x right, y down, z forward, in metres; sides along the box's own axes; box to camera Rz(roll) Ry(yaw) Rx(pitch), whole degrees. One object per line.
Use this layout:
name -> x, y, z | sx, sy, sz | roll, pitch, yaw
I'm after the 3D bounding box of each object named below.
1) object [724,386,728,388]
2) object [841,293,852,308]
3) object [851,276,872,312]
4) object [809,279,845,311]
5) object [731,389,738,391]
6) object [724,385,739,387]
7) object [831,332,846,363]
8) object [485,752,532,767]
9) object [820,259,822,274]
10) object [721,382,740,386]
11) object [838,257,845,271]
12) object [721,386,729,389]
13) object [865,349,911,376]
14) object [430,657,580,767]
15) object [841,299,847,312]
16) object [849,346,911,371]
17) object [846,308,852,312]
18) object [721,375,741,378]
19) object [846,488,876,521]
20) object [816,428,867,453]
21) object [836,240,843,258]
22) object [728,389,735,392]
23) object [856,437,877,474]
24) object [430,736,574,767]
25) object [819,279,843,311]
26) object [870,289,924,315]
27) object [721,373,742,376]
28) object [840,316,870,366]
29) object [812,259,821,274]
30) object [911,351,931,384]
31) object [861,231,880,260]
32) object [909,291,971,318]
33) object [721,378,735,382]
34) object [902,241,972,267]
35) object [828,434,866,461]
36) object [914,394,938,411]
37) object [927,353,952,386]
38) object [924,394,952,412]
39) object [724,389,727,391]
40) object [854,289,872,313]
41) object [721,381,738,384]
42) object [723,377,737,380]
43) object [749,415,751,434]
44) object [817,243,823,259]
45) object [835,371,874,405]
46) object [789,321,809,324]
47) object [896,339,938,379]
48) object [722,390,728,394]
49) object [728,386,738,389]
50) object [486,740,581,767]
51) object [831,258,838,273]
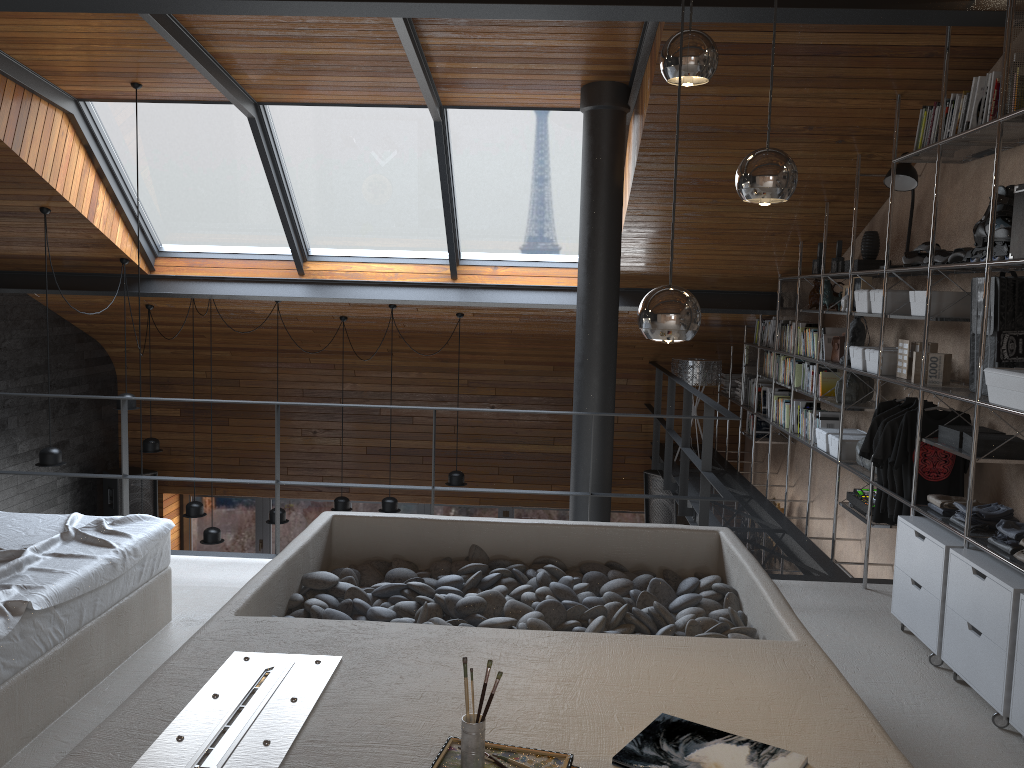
object -> 2.334, 0.030, 9.239 | 0.216, 0.012, 0.161 | 2, 6, 2
object -> 2.160, -0.539, 5.689 | 0.091, 0.146, 0.091 | 6, 7, 36
object -> 2.163, -0.553, 5.488 | 0.062, 0.219, 0.157 | 2, 6, 2
object -> 2.229, -0.630, 6.256 | 0.138, 0.222, 0.278 | -3, 8, -41
object -> 2.324, 0.058, 8.954 | 0.228, 0.016, 0.182 | 2, 6, 2
object -> 2.330, 0.016, 9.229 | 0.224, 0.017, 0.167 | 2, 6, 2
object -> 2.188, -0.241, 5.828 | 0.227, 0.202, 0.082 | -3, 7, -36
object -> 0.001, 0.790, 1.814 | 0.232, 0.010, 0.064 | 6, 7, 39
object -> 2.191, -0.823, 6.252 | 0.029, 0.117, 0.086 | 4, 6, 22
object -> 2.317, 0.000, 9.215 | 0.246, 0.016, 0.182 | 2, 6, 2
object -> 2.227, -0.799, 6.003 | 0.029, 0.117, 0.086 | 5, 6, 27
object -> 2.318, 0.043, 9.235 | 0.243, 0.012, 0.159 | 2, 6, 2
object -> 2.154, -0.122, 4.961 | 0.295, 0.136, 0.228 | 2, 6, 2
object -> -0.023, 0.685, 1.801 | 0.301, 0.234, 0.245 | 4, 6, 22
object -> 2.097, -0.494, 5.588 | 0.037, 0.077, 0.037 | 0, 6, -12
object -> 2.166, -0.149, 5.225 | 0.295, 0.136, 0.228 | 2, 6, 2
object -> 2.105, -0.507, 5.536 | 0.037, 0.114, 0.037 | 0, 6, -12
object -> 2.320, -0.082, 9.224 | 0.246, 0.016, 0.182 | 2, 6, 2
object -> 2.172, 0.703, 5.174 | 0.320, 0.114, 0.405 | 2, 6, 2
object -> 2.175, 0.373, 5.842 | 0.295, 0.136, 0.228 | 2, 6, 2
object -> 2.229, -0.919, 6.040 | 0.029, 0.114, 0.084 | 3, 6, 14
object -> 2.307, 0.069, 8.971 | 0.201, 0.013, 0.161 | 2, 6, 2
object -> 2.145, 0.388, 5.166 | 0.166, 0.247, 0.376 | 2, 6, 0
object -> -0.027, 0.794, 1.811 | 0.276, 0.013, 0.207 | 3, 6, 13
object -> 2.195, -0.608, 6.057 | 0.197, 0.220, 0.102 | 0, 6, -13
object -> 2.168, -0.455, 4.927 | 0.295, 0.136, 0.228 | 2, 6, 2
object -> 2.321, -0.099, 9.233 | 0.246, 0.016, 0.182 | 2, 6, 2
object -> 2.162, -0.264, 5.595 | 0.157, 0.339, 0.229 | 5, 7, 29
object -> 2.186, -0.833, 6.349 | 0.029, 0.117, 0.086 | 0, 6, -12
object -> 2.071, -0.084, 4.485 | 0.074, 0.156, 0.078 | 3, 6, 17
object -> 2.217, -0.854, 5.487 | 0.115, 0.177, 0.115 | 5, 6, 27
object -> 2.143, -0.393, 4.375 | 0.290, 0.124, 0.222 | 2, 6, 2
object -> 2.315, -0.038, 9.212 | 0.252, 0.028, 0.180 | 2, 6, 2
object -> 2.156, -0.647, 4.395 | 0.286, 0.141, 0.657 | 1, 6, -5
object -> 2.163, 0.400, 5.576 | 0.295, 0.136, 0.228 | 2, 6, 2
object -> 2.117, 0.126, 4.534 | 0.387, 0.197, 0.009 | 1, 6, -2
object -> 2.117, -0.073, 4.390 | 0.078, 0.156, 0.074 | -3, 7, -38
object -> 2.116, 0.099, 4.398 | 0.283, 0.118, 0.016 | 2, 6, 2
object -> 2.333, 0.068, 9.236 | 0.216, 0.013, 0.161 | 2, 6, 2
object -> 2.180, -0.481, 5.186 | 0.295, 0.136, 0.228 | 2, 6, 2
object -> 2.318, -0.015, 9.213 | 0.246, 0.016, 0.182 | 2, 6, 2
object -> 2.327, -0.063, 9.225 | 0.233, 0.021, 0.174 | 2, 6, 2
object -> 2.225, 0.374, 8.103 | 0.111, 0.174, 0.011 | 2, 6, 2
object -> 2.188, -0.943, 6.289 | 0.029, 0.114, 0.084 | 3, 6, 9
object -> 2.200, 0.003, 5.686 | 0.166, 0.240, 0.390 | 6, 7, 35
object -> 2.241, -0.373, 6.943 | 0.146, 0.240, 0.023 | 2, 6, 2
object -> 2.149, -0.128, 4.696 | 0.142, 0.205, 0.196 | 2, 6, 1
object -> 2.318, 0.086, 9.239 | 0.234, 0.025, 0.176 | 2, 6, 2
object -> 2.302, 0.039, 8.977 | 0.203, 0.013, 0.161 | 2, 6, 2
object -> -0.018, 0.806, 1.820 | 0.276, 0.013, 0.207 | 5, 7, 27
object -> 2.230, -0.809, 6.100 | 0.029, 0.117, 0.086 | 1, 6, -7
